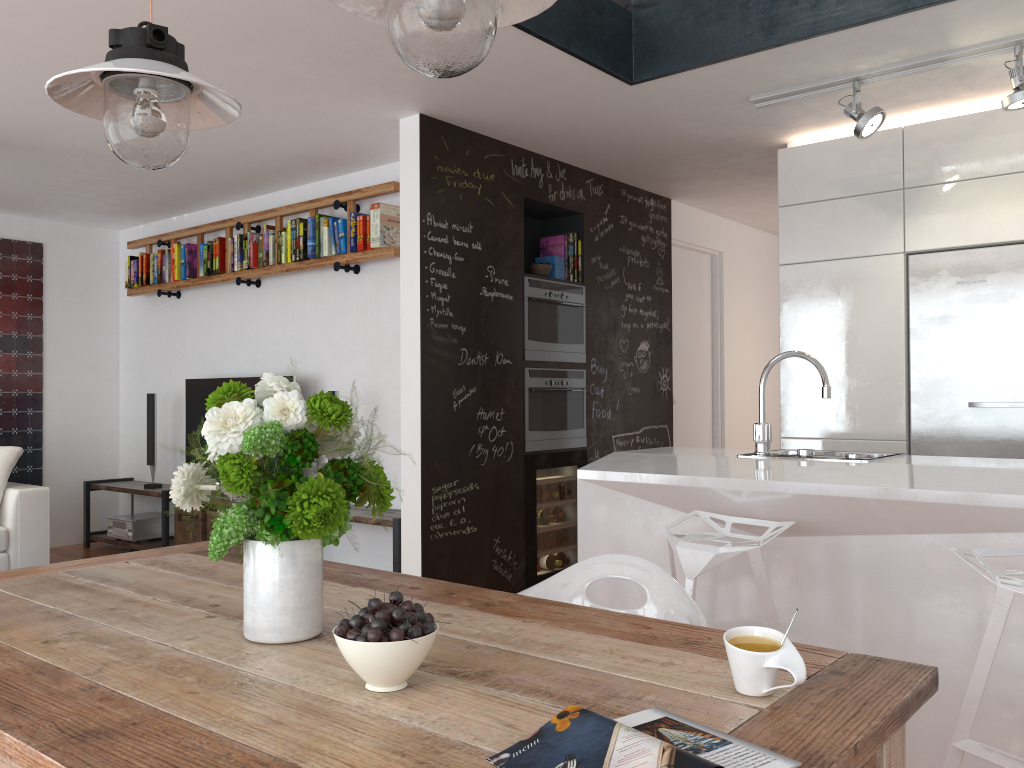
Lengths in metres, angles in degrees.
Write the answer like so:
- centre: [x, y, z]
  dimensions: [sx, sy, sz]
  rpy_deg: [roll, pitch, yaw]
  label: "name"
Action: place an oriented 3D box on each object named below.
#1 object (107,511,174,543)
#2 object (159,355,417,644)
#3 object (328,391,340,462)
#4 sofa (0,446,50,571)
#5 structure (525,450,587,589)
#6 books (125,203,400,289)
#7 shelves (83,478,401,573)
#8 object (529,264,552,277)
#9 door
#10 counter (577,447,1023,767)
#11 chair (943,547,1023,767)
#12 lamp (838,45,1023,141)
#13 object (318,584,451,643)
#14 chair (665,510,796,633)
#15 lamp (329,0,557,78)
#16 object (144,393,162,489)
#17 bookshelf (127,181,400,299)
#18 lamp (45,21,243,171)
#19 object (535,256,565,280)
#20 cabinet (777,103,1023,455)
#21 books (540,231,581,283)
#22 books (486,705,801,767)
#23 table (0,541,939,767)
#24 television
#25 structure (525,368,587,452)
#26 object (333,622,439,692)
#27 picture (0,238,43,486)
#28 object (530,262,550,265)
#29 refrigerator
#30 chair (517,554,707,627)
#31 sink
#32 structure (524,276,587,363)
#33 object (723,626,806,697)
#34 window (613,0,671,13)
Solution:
- centre: [-2.736, 1.064, 6.586]
  dimensions: [0.350, 0.170, 0.400]
  rpy_deg: [-1, -1, 38]
  label: "object"
- centre: [-0.385, 0.186, 1.542]
  dimensions: [0.432, 0.476, 0.371]
  rpy_deg: [0, -1, -9]
  label: "object"
- centre: [-1.023, 0.384, 5.128]
  dimensions: [0.089, 0.687, 0.089]
  rpy_deg: [0, -1, -41]
  label: "object"
- centre: [-4.156, 0.799, 4.506]
  dimensions: [0.987, 0.842, 3.086]
  rpy_deg: [-1, -1, 39]
  label: "sofa"
- centre: [0.283, 0.774, 5.077]
  dimensions: [0.081, 0.763, 0.582]
  rpy_deg: [-1, -1, 39]
  label: "structure"
- centre: [-0.576, -1.754, 5.301]
  dimensions: [5.671, 1.974, 0.733]
  rpy_deg: [-1, -1, 28]
  label: "books"
- centre: [-1.802, 0.975, 5.845]
  dimensions: [3.473, 0.506, 0.414]
  rpy_deg: [-1, -1, 39]
  label: "shelves"
- centre: [0.163, -0.644, 5.093]
  dimensions: [0.132, 0.069, 0.132]
  rpy_deg: [0, -1, -18]
  label: "object"
- centre: [1.314, 0.102, 6.541]
  dimensions: [0.120, 2.236, 0.823]
  rpy_deg: [-1, -1, 39]
  label: "door"
- centre: [1.301, 0.718, 2.935]
  dimensions: [2.289, 0.903, 0.956]
  rpy_deg: [-1, -1, 39]
  label: "counter"
- centre: [1.253, 0.774, 2.005]
  dimensions: [0.492, 0.765, 0.428]
  rpy_deg: [0, -1, -6]
  label: "chair"
- centre: [1.931, -1.175, 3.434]
  dimensions: [1.324, 0.254, 0.154]
  rpy_deg: [-1, -1, 39]
  label: "lamp"
- centre: [-0.175, 0.330, 1.236]
  dimensions: [0.159, 0.095, 0.141]
  rpy_deg: [-1, -1, 25]
  label: "object"
- centre: [0.598, 0.787, 2.630]
  dimensions: [0.428, 0.765, 0.492]
  rpy_deg: [0, -1, -41]
  label: "chair"
- centre: [-0.104, -0.604, 1.297]
  dimensions: [0.372, 0.306, 0.372]
  rpy_deg: [0, -1, 1]
  label: "lamp"
- centre: [-2.608, 0.412, 6.445]
  dimensions: [0.089, 0.687, 0.089]
  rpy_deg: [-1, -1, 24]
  label: "object"
- centre: [-1.770, -0.885, 5.956]
  dimensions: [2.983, 0.465, 0.161]
  rpy_deg: [-1, -1, 39]
  label: "bookshelf"
- centre: [-0.749, -0.593, 1.823]
  dimensions: [0.372, 0.306, 0.372]
  rpy_deg: [-1, -1, 34]
  label: "lamp"
- centre: [0.224, -0.677, 5.228]
  dimensions: [0.136, 0.136, 0.110]
  rpy_deg: [-1, -1, 32]
  label: "object"
- centre: [2.647, -0.072, 4.313]
  dimensions: [2.404, 2.506, 0.946]
  rpy_deg: [-1, -1, 39]
  label: "cabinet"
- centre: [0.284, -0.757, 5.366]
  dimensions: [0.230, 0.303, 0.152]
  rpy_deg: [-1, -1, 39]
  label: "books"
- centre: [0.142, 0.397, 0.969]
  dimensions: [0.267, 0.035, 0.218]
  rpy_deg: [0, -1, -36]
  label: "books"
- centre: [-0.415, 0.792, 1.529]
  dimensions: [1.910, 0.735, 0.969]
  rpy_deg: [-1, -1, 39]
  label: "table"
- centre: [-1.800, 0.350, 5.855]
  dimensions: [1.230, 0.786, 0.298]
  rpy_deg: [-1, -1, 39]
  label: "television"
- centre: [0.274, 0.143, 5.091]
  dimensions: [0.052, 0.462, 0.585]
  rpy_deg: [-1, -1, 39]
  label: "structure"
- centre: [-0.175, 0.380, 1.236]
  dimensions: [0.146, 0.079, 0.146]
  rpy_deg: [0, -1, -42]
  label: "object"
- centre: [-4.441, -0.012, 5.664]
  dimensions: [0.007, 2.136, 2.770]
  rpy_deg: [-1, -1, 39]
  label: "picture"
- centre: [0.170, -0.678, 5.089]
  dimensions: [0.116, 0.042, 0.077]
  rpy_deg: [0, -1, -37]
  label: "object"
- centre: [2.361, 0.266, 3.955]
  dimensions: [1.119, 1.811, 0.142]
  rpy_deg: [-1, -1, 39]
  label: "refrigerator"
- centre: [0.177, 0.807, 2.145]
  dimensions: [0.577, 0.710, 0.505]
  rpy_deg: [-1, -1, 29]
  label: "chair"
- centre: [1.175, 0.158, 3.364]
  dimensions: [0.492, 0.570, 0.459]
  rpy_deg: [-1, -1, 39]
  label: "sink"
- centre: [0.271, -0.360, 5.099]
  dimensions: [0.052, 0.462, 0.585]
  rpy_deg: [-1, -1, 39]
  label: "structure"
- centre: [0.345, 0.377, 1.186]
  dimensions: [0.127, 0.078, 0.082]
  rpy_deg: [-1, -1, 44]
  label: "object"
- centre: [1.090, -1.632, 2.457]
  dimensions: [2.700, 0.035, 1.546]
  rpy_deg: [-1, -1, 39]
  label: "window"
